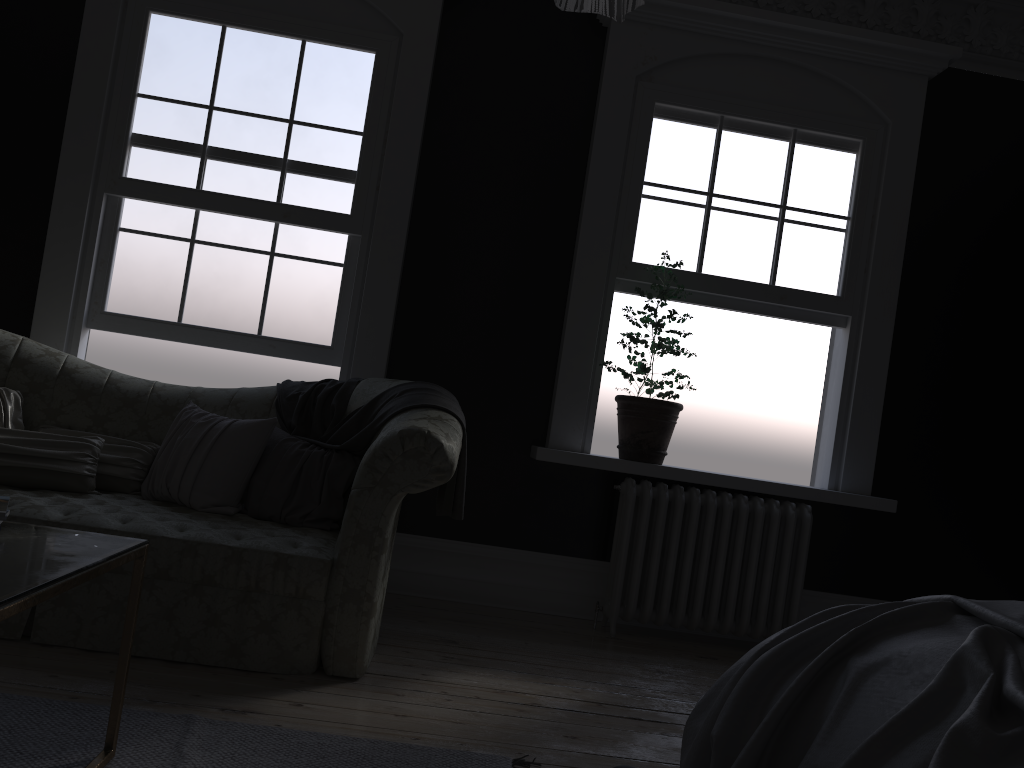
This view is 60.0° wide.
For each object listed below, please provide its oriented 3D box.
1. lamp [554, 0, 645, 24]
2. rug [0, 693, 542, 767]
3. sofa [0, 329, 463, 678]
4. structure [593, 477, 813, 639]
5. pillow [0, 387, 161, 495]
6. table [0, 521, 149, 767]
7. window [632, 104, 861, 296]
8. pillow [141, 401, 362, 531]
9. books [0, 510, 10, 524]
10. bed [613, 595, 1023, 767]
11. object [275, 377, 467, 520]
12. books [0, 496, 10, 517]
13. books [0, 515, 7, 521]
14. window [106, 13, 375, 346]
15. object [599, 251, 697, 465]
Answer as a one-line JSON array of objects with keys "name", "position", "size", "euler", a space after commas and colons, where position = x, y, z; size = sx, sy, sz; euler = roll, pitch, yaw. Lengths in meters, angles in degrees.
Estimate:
[{"name": "lamp", "position": [0.331, -1.764, 1.804], "size": [0.783, 2.047, 0.783], "euler": [7, -2, 39]}, {"name": "rug", "position": [-1.628, 0.813, 1.529], "size": [3.645, 0.050, 2.107], "euler": [9, -3, -4]}, {"name": "sofa", "position": [-1.668, 0.382, 3.884], "size": [2.813, 1.160, 1.607], "euler": [9, -2, -3]}, {"name": "structure", "position": [1.045, 0.991, 4.754], "size": [1.141, 0.848, 0.276], "euler": [9, -2, -4]}, {"name": "pillow", "position": [-2.124, 0.219, 3.780], "size": [1.105, 0.416, 0.529], "euler": [9, -2, -4]}, {"name": "table", "position": [-1.647, 0.548, 1.684], "size": [1.449, 0.558, 1.093], "euler": [9, -3, -4]}, {"name": "window", "position": [1.321, -0.998, 5.025], "size": [1.263, 1.016, 0.056], "euler": [9, -2, -4]}, {"name": "pillow", "position": [-1.137, 0.351, 3.880], "size": [0.963, 0.461, 0.405], "euler": [8, -2, 3]}, {"name": "books", "position": [-1.318, 0.288, 1.978], "size": [0.319, 0.011, 0.252], "euler": [10, -3, -23]}, {"name": "bed", "position": [2.005, 0.743, 1.974], "size": [3.286, 1.297, 2.765], "euler": [9, -3, -16]}, {"name": "object", "position": [-0.685, 0.248, 4.069], "size": [1.365, 0.584, 0.518], "euler": [6, -3, 45]}, {"name": "books", "position": [-1.302, 0.258, 1.970], "size": [0.319, 0.011, 0.252], "euler": [10, -3, -28]}, {"name": "books", "position": [-1.312, 0.267, 1.970], "size": [0.319, 0.011, 0.252], "euler": [10, -3, -33]}, {"name": "window", "position": [-1.462, -1.096, 4.801], "size": [1.263, 1.670, 0.056], "euler": [9, -2, -4]}, {"name": "object", "position": [0.770, -0.139, 4.816], "size": [0.473, 1.133, 0.506], "euler": [7, -2, 36]}]
